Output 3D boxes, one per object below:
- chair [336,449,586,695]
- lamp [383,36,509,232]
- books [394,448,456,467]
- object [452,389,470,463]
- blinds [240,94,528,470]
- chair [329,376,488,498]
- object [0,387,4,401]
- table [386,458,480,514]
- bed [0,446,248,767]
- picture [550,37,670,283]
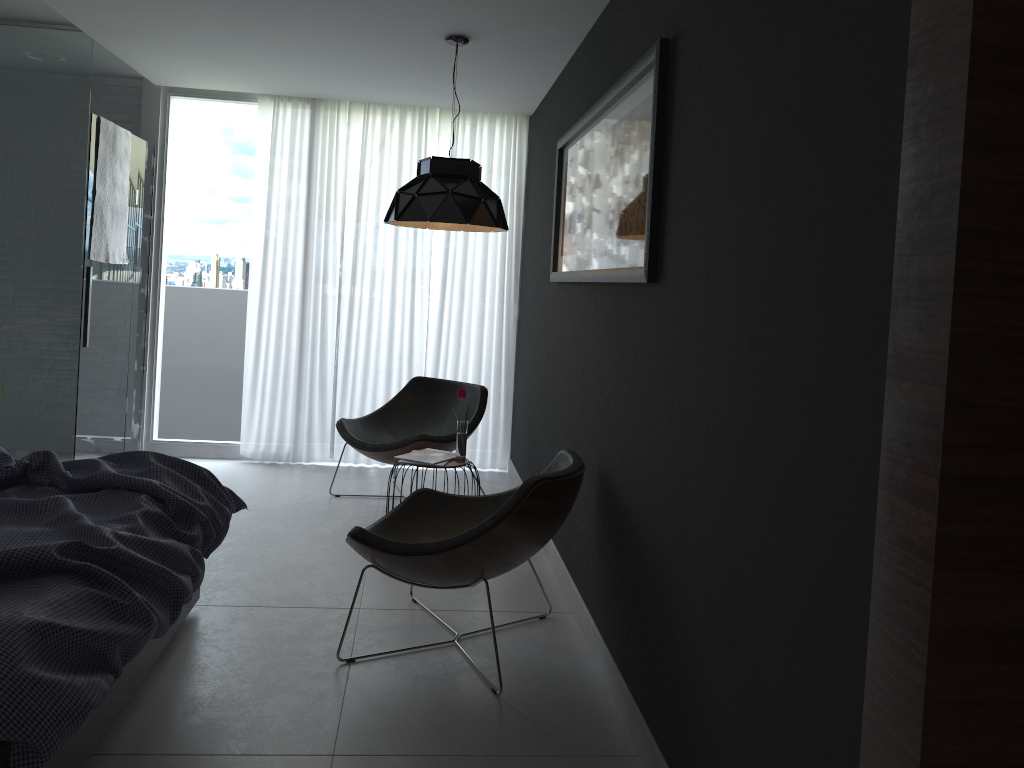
[{"bbox_3d":[-0.161,0.592,3.204,0.815,0.690,0.792,5,4,15],"label":"chair"},{"bbox_3d":[-0.290,-1.209,4.267,0.583,0.901,0.609,4,3,12],"label":"lamp"},{"bbox_3d":[-3.894,0.529,2.517,8.226,0.371,0.407,0,5,-27],"label":"books"},{"bbox_3d":[-0.249,0.201,4.270,0.066,0.355,0.076,4,2,26],"label":"object"},{"bbox_3d":[-0.858,-0.784,6.074,1.851,2.693,0.137,3,1,-6],"label":"blinds"},{"bbox_3d":[-0.586,0.338,5.267,0.792,0.690,0.814,6,5,36],"label":"chair"},{"bbox_3d":[-2.971,0.139,4.158,0.852,1.047,0.992,4,4,12],"label":"object"},{"bbox_3d":[-0.384,0.584,4.311,0.450,0.434,0.453,1,4,-29],"label":"table"},{"bbox_3d":[-2.172,-0.120,2.430,2.606,2.039,2.570,3,4,-6],"label":"bed"},{"bbox_3d":[0.330,-0.774,3.582,0.041,0.720,1.959,3,6,-6],"label":"picture"}]
